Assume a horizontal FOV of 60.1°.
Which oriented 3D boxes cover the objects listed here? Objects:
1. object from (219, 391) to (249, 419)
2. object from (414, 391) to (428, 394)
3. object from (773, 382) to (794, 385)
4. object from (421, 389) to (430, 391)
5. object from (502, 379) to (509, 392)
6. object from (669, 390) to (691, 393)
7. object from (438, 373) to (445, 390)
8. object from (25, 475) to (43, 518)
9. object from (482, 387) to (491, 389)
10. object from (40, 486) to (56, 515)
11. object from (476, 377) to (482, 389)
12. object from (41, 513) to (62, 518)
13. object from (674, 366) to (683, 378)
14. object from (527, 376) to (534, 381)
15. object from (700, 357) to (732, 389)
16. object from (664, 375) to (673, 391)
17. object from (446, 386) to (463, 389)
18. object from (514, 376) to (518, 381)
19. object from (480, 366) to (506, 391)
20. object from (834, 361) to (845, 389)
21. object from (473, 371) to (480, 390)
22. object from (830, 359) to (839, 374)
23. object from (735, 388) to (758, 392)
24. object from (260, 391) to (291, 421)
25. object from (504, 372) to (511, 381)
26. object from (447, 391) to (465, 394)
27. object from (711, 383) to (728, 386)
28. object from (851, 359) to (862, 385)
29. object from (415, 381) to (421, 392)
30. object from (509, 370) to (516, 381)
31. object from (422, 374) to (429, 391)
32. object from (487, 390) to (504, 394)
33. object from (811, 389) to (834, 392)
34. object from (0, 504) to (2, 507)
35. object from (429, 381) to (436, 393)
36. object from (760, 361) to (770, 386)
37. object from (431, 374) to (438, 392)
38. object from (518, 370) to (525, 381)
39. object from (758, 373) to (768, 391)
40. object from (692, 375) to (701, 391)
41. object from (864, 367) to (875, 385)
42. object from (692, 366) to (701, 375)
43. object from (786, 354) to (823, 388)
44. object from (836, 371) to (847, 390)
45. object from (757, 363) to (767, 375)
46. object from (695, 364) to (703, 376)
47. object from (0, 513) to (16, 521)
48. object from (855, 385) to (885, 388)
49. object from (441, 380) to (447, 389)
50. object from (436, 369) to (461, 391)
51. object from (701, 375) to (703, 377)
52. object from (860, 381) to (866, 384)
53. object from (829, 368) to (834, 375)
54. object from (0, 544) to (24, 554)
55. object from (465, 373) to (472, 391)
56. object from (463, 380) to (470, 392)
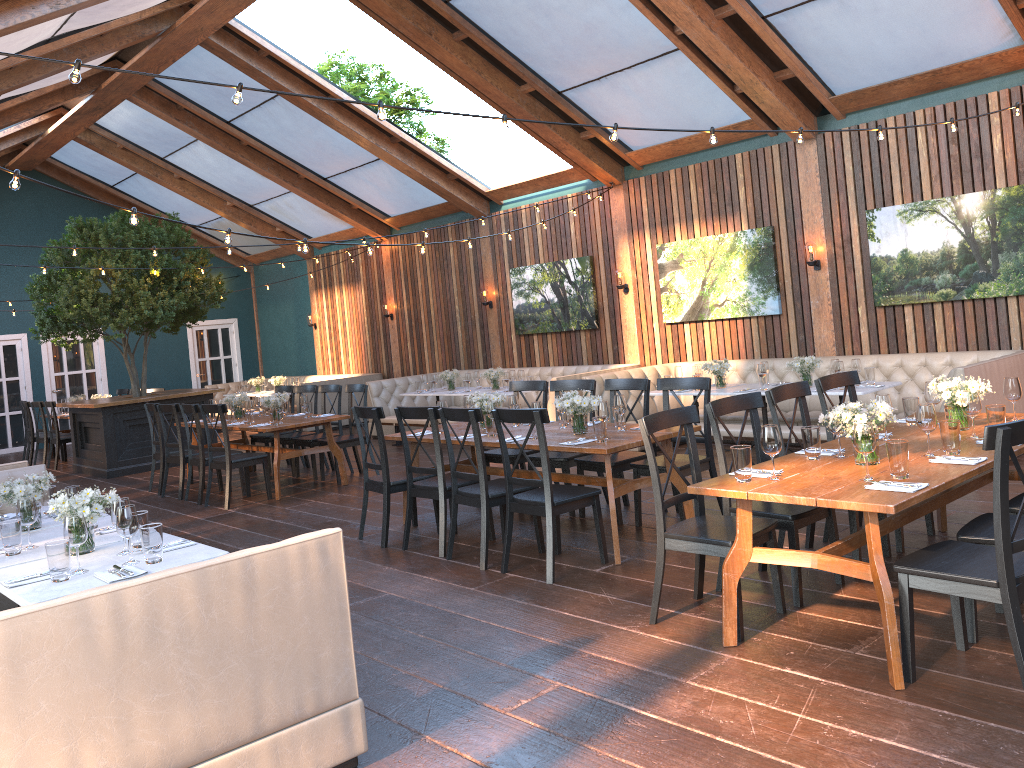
[{"bbox_3d":[-3.226,0.247,10.347,0.328,0.309,0.337,-3,3,44],"label":"object"},{"bbox_3d":[-1.242,0.114,12.466,0.256,0.019,0.157,-9,5,-41],"label":"object"},{"bbox_3d":[2.685,-0.004,8.790,0.256,0.019,0.157,-9,5,-41],"label":"object"},{"bbox_3d":[-1.248,0.089,12.841,0.158,0.019,0.254,-9,5,-41],"label":"object"},{"bbox_3d":[-0.073,0.021,11.201,0.091,0.158,0.092,-5,1,35],"label":"object"},{"bbox_3d":[1.750,0.064,9.082,0.256,0.019,0.157,-9,5,-41],"label":"object"},{"bbox_3d":[-1.011,-0.041,12.752,0.092,0.244,0.092,-5,1,7],"label":"object"},{"bbox_3d":[-2.772,0.657,5.136,0.092,0.244,0.092,-5,1,7],"label":"object"},{"bbox_3d":[-0.307,0.046,12.174,0.256,0.019,0.157,-9,5,-41],"label":"object"},{"bbox_3d":[-2.745,0.690,5.243,0.091,0.158,0.092,-5,1,35],"label":"object"},{"bbox_3d":[-0.455,-0.016,12.260,0.091,0.158,0.092,-5,1,35],"label":"object"},{"bbox_3d":[-2.597,0.752,5.156,0.256,0.019,0.157,-9,5,-41],"label":"object"},{"bbox_3d":[1.754,-0.064,9.292,0.092,0.244,0.092,-5,1,7],"label":"object"},{"bbox_3d":[0.239,-0.020,11.363,0.092,0.158,0.092,-6,1,-5],"label":"object"},{"bbox_3d":[2.111,-0.111,9.020,0.329,0.309,0.336,-6,2,-19],"label":"object"},{"bbox_3d":[1.651,-0.012,9.314,0.091,0.158,0.092,-5,1,35],"label":"object"},{"bbox_3d":[-0.836,0.054,12.773,0.256,0.019,0.157,-9,5,-41],"label":"object"},{"bbox_3d":[0.040,-0.024,11.699,0.091,0.158,0.092,-5,1,35],"label":"object"},{"bbox_3d":[-0.238,-0.074,11.698,0.337,0.309,0.328,-6,2,-25],"label":"object"},{"bbox_3d":[2.937,-0.081,7.924,0.092,0.244,0.092,-5,1,1],"label":"object"},{"bbox_3d":[-0.482,-0.049,12.153,0.092,0.244,0.092,-5,1,7],"label":"object"},{"bbox_3d":[3.006,-0.108,8.208,0.092,0.244,0.092,-5,1,1],"label":"object"},{"bbox_3d":[2.255,0.057,8.498,0.256,0.019,0.157,-9,5,-41],"label":"object"},{"bbox_3d":[-2.555,0.239,9.543,0.329,0.309,0.336,-6,2,-4],"label":"object"},{"bbox_3d":[-0.055,-0.031,11.308,0.092,0.244,0.092,-6,1,-38],"label":"object"},{"bbox_3d":[-0.737,0.107,11.882,0.256,0.019,0.157,-9,5,-41],"label":"object"},{"bbox_3d":[2.156,0.004,9.389,0.256,0.019,0.157,-9,5,-41],"label":"object"},{"bbox_3d":[3.120,-0.104,8.002,0.092,0.244,0.092,-5,1,1],"label":"object"},{"bbox_3d":[-1.341,0.038,12.698,0.091,0.158,0.092,-5,1,35],"label":"object"},{"bbox_3d":[0.014,-0.058,11.592,0.092,0.244,0.092,-5,1,7],"label":"object"},{"bbox_3d":[-1.238,-0.014,12.676,0.092,0.244,0.092,-5,1,7],"label":"object"},{"bbox_3d":[-0.208,0.098,11.288,0.256,0.019,0.157,-9,5,-41],"label":"object"},{"bbox_3d":[2.784,0.048,7.904,0.256,0.019,0.157,-9,5,-41],"label":"object"},{"bbox_3d":[-2.849,0.682,4.869,0.092,0.244,0.092,-5,1,7],"label":"object"},{"bbox_3d":[-1.107,0.038,12.379,0.091,0.158,0.092,-5,1,35],"label":"object"},{"bbox_3d":[2.510,-0.099,8.769,0.092,0.244,0.092,-5,1,1],"label":"object"},{"bbox_3d":[-1.088,-0.015,12.486,0.092,0.244,0.092,-5,1,7],"label":"object"},{"bbox_3d":[0.128,-0.054,11.386,0.092,0.244,0.092,-5,1,7],"label":"object"},{"bbox_3d":[2.390,-0.020,8.411,0.091,0.158,0.092,-5,1,35],"label":"object"},{"bbox_3d":[1.885,-0.013,8.995,0.091,0.158,0.092,-5,1,35],"label":"object"},{"bbox_3d":[3.231,-0.070,7.979,0.091,0.158,0.092,-5,1,35],"label":"object"},{"bbox_3d":[1.904,-0.065,9.102,0.092,0.244,0.092,-5,1,7],"label":"object"},{"bbox_3d":[2.755,-0.124,8.321,0.335,0.309,0.330,-5,2,23],"label":"object"},{"bbox_3d":[2.919,-0.029,7.817,0.091,0.158,0.092,-5,1,35],"label":"object"},{"bbox_3d":[2.409,-0.072,8.518,0.092,0.244,0.092,-5,1,1],"label":"object"},{"bbox_3d":[1.981,-0.091,9.368,0.092,0.244,0.092,-5,1,7],"label":"object"},{"bbox_3d":[-3.009,0.786,5.224,0.158,0.019,0.254,-9,5,-41],"label":"object"},{"bbox_3d":[3.151,0.017,7.837,0.158,0.019,0.254,-9,5,-41],"label":"object"},{"bbox_3d":[-0.984,-0.007,12.860,0.091,0.158,0.092,-5,1,35],"label":"object"},{"bbox_3d":[-0.872,-0.063,12.415,0.337,0.309,0.328,-7,2,-29],"label":"object"},{"bbox_3d":[2.008,-0.058,9.476,0.091,0.158,0.092,-5,1,35],"label":"object"},{"bbox_3d":[3.181,-0.013,8.228,0.256,0.019,0.157,-9,5,-41],"label":"object"},{"bbox_3d":[3.032,-0.075,8.315,0.091,0.158,0.092,-5,1,35],"label":"object"},{"bbox_3d":[-2.498,0.804,4.265,0.256,0.019,0.157,-9,5,-41],"label":"object"},{"bbox_3d":[-0.584,-0.022,11.902,0.092,0.244,0.092,-5,1,7],"label":"object"},{"bbox_3d":[-0.602,0.030,11.795,0.091,0.158,0.092,-5,1,35],"label":"object"}]
